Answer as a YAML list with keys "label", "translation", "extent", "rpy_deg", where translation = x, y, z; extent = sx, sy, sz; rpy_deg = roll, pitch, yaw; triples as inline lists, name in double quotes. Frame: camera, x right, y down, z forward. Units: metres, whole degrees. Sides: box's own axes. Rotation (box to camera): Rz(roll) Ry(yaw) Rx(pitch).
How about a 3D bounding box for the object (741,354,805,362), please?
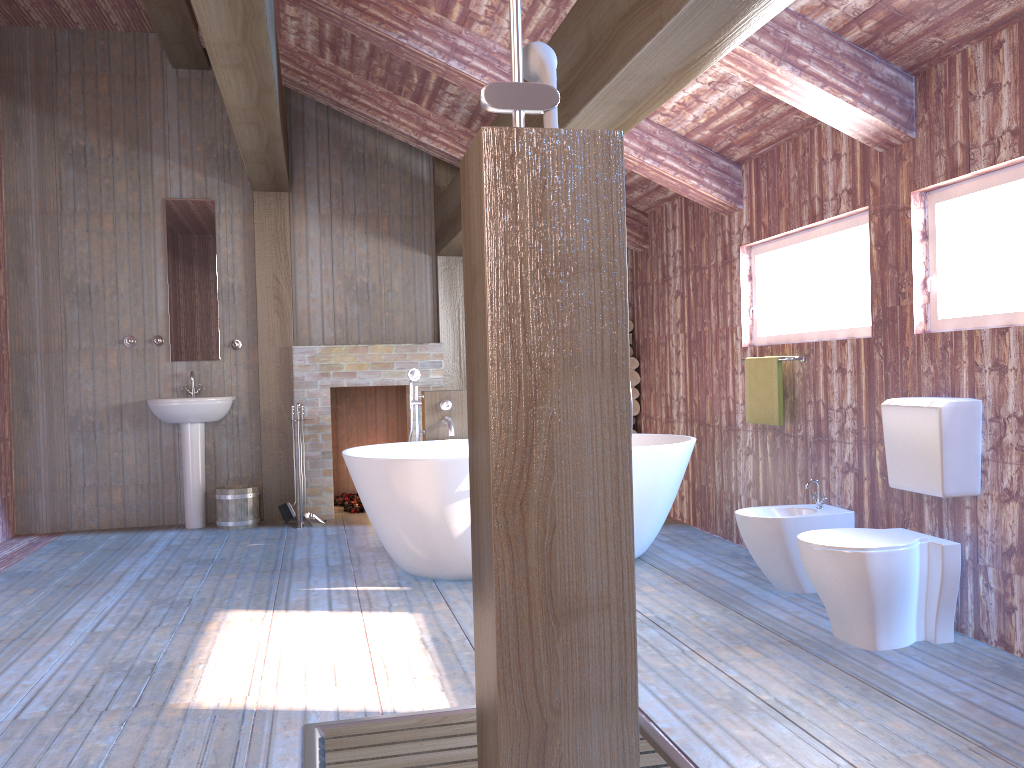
- label: "object"
  translation: [1.376, -0.132, 4.746]
  extent: [0.091, 0.043, 0.581]
  rpy_deg: [-2, 1, -12]

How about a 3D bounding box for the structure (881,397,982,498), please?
- label: "structure"
  translation: [1.614, 0.236, 3.425]
  extent: [0.182, 0.363, 0.358]
  rpy_deg: [-2, 1, -12]

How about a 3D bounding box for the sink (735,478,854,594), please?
- label: "sink"
  translation: [1.306, 0.710, 4.169]
  extent: [0.515, 0.517, 0.335]
  rpy_deg: [-2, 1, -12]

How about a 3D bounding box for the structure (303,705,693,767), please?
- label: "structure"
  translation: [-0.033, 1.048, 2.313]
  extent: [1.000, 0.067, 1.000]
  rpy_deg: [-2, 1, -13]

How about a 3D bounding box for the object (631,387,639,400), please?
- label: "object"
  translation: [0.888, 0.066, 7.048]
  extent: [0.102, 0.109, 0.438]
  rpy_deg: [-2, 1, -12]

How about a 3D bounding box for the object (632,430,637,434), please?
- label: "object"
  translation: [0.873, 0.418, 7.068]
  extent: [0.139, 0.137, 0.455]
  rpy_deg: [-2, 1, -14]

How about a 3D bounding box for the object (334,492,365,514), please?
- label: "object"
  translation: [-1.108, 0.971, 7.453]
  extent: [0.829, 0.085, 0.935]
  rpy_deg: [-2, 1, -30]

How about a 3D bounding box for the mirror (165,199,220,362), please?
- label: "mirror"
  translation: [-2.366, -0.770, 6.574]
  extent: [0.350, 1.199, 0.009]
  rpy_deg: [-2, 1, -13]

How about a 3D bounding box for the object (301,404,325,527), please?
- label: "object"
  translation: [-1.476, 0.581, 6.395]
  extent: [0.206, 0.871, 0.126]
  rpy_deg: [-1, 1, 30]

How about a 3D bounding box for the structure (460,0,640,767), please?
- label: "structure"
  translation: [0.072, -0.063, 1.774]
  extent: [0.328, 2.209, 0.522]
  rpy_deg: [-2, 1, 8]

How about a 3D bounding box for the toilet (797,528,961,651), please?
- label: "toilet"
  translation: [1.358, 0.778, 3.377]
  extent: [0.534, 0.400, 0.375]
  rpy_deg: [-2, 1, -12]

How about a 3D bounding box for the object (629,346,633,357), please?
- label: "object"
  translation: [0.873, -0.262, 7.081]
  extent: [0.107, 0.115, 0.269]
  rpy_deg: [-2, 1, -11]

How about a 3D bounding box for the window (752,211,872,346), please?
- label: "window"
  translation: [1.545, -0.504, 4.553]
  extent: [0.054, 0.587, 1.255]
  rpy_deg: [-2, 1, -12]

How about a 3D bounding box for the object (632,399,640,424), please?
- label: "object"
  translation: [0.881, 0.232, 7.057]
  extent: [0.137, 0.256, 0.439]
  rpy_deg: [-2, 1, -12]

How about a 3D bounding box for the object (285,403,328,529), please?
- label: "object"
  translation: [-1.564, 0.580, 6.441]
  extent: [0.276, 0.888, 0.333]
  rpy_deg: [-1, 1, 30]

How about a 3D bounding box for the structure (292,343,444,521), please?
- label: "structure"
  translation: [-1.084, 0.360, 6.793]
  extent: [1.130, 1.330, 0.226]
  rpy_deg: [-2, 1, -13]

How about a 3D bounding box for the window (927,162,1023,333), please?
- label: "window"
  translation: [1.856, -0.495, 3.038]
  extent: [0.054, 0.587, 1.255]
  rpy_deg: [-2, 1, -12]

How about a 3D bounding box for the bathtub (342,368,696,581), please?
- label: "bathtub"
  translation: [0.049, 0.446, 4.925]
  extent: [1.935, 1.109, 1.460]
  rpy_deg: [-2, 1, 9]

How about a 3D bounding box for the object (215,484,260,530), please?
- label: "object"
  translation: [-1.989, 0.890, 6.427]
  extent: [0.309, 0.290, 0.308]
  rpy_deg: [-2, 1, -2]

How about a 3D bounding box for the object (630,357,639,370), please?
- label: "object"
  translation: [0.886, -0.166, 7.046]
  extent: [0.102, 0.109, 0.438]
  rpy_deg: [-2, 1, -12]

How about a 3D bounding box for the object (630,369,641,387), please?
- label: "object"
  translation: [0.876, -0.053, 7.049]
  extent: [0.147, 0.152, 0.439]
  rpy_deg: [-2, 1, -12]

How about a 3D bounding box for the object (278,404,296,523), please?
- label: "object"
  translation: [-1.622, 0.572, 6.376]
  extent: [0.136, 0.846, 0.062]
  rpy_deg: [-2, 1, -31]

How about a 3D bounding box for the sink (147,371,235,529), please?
- label: "sink"
  translation: [-2.300, 0.476, 6.382]
  extent: [0.582, 1.143, 0.475]
  rpy_deg: [-2, 1, -13]

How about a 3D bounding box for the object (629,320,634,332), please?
- label: "object"
  translation: [0.872, -0.444, 7.080]
  extent: [0.112, 0.113, 0.271]
  rpy_deg: [-2, 1, -12]

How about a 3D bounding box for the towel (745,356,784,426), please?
- label: "towel"
  translation: [1.345, 0.036, 4.745]
  extent: [0.032, 0.361, 0.370]
  rpy_deg: [-2, 1, -12]

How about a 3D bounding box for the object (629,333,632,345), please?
- label: "object"
  translation: [0.875, -0.358, 7.096]
  extent: [0.081, 0.100, 0.281]
  rpy_deg: [-2, 1, -12]
